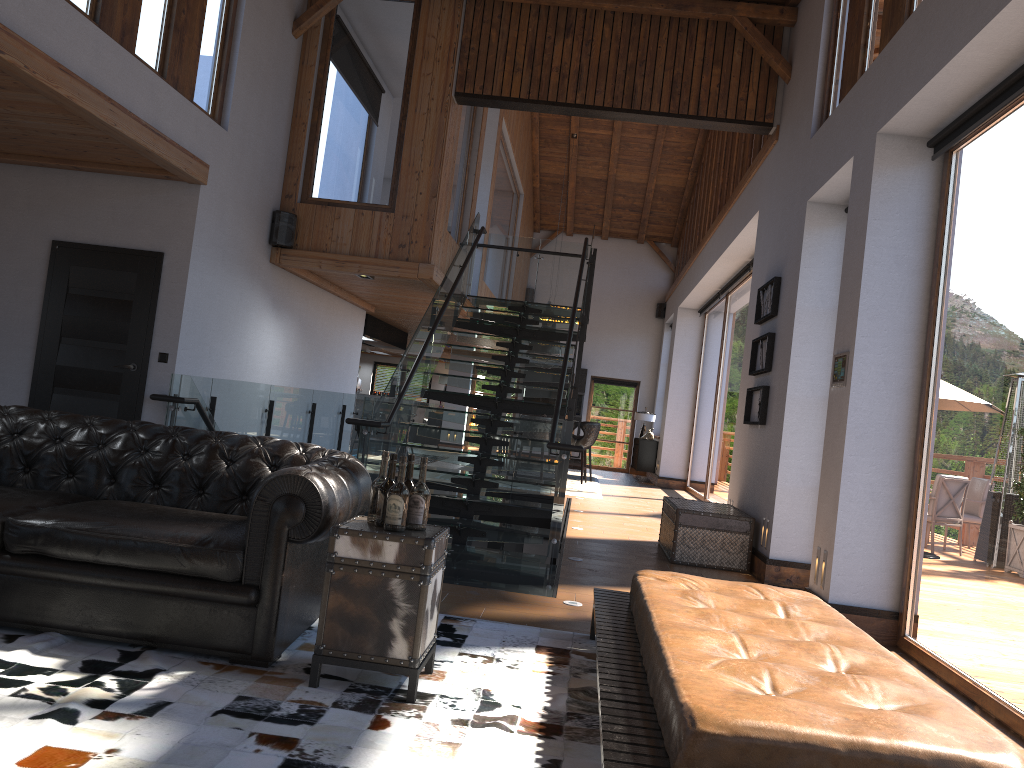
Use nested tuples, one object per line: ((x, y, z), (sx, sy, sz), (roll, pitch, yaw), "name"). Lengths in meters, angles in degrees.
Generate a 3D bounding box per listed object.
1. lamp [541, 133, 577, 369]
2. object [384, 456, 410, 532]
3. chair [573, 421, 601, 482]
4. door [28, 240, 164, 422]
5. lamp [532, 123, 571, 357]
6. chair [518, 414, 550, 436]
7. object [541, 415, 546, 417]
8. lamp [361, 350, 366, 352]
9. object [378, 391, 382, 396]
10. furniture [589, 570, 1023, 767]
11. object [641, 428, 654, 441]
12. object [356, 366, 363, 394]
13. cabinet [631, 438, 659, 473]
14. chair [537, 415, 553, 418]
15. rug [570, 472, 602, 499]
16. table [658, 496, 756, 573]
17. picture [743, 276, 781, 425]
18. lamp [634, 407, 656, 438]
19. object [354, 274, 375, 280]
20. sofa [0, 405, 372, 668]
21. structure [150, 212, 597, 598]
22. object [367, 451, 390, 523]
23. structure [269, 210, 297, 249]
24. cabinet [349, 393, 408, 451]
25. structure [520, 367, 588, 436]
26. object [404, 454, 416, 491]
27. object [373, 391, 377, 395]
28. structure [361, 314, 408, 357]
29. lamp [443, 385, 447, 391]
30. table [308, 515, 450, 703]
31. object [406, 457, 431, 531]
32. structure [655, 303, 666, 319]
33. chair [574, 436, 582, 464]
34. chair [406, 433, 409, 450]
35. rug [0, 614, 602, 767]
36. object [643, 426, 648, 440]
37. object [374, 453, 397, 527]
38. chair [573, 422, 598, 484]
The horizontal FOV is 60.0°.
((0.951, -2.632, 17.466), (0.628, 4.688, 0.614), (9, -4, -41), "lamp")
((-0.435, 0.418, 3.400), (0.087, 0.286, 0.088), (6, -3, 14), "object")
((1.283, 1.223, 16.207), (0.571, 1.093, 0.501), (7, -3, -12), "chair")
((-3.414, -0.102, 7.191), (0.940, 2.057, 0.144), (7, -3, 4), "door")
((0.822, -2.697, 15.879), (0.628, 4.688, 0.614), (9, -4, -41), "lamp")
((0.321, 1.043, 14.147), (0.503, 1.093, 0.568), (7, -3, 3), "chair")
((0.628, 0.638, 16.202), (0.223, 0.254, 0.115), (8, -3, -33), "object")
((-4.349, -0.980, 25.898), (0.155, 0.068, 0.261), (7, -2, 5), "lamp")
((-2.606, 0.191, 17.439), (0.080, 0.081, 0.078), (9, -3, -41), "object")
((0.890, 1.105, 3.190), (1.173, 0.437, 2.762), (7, -2, 5), "furniture")
((2.869, 1.051, 18.713), (0.182, 0.263, 0.495), (8, -2, -27), "object")
((-2.563, -0.077, 14.671), (0.226, 0.453, 0.225), (7, -3, 4), "object")
((2.868, 1.528, 19.233), (0.401, 0.655, 1.868), (7, -2, 5), "cabinet")
((0.595, 1.201, 18.165), (0.503, 1.093, 0.568), (7, -3, 3), "chair")
((0.305, 1.643, 15.793), (2.547, 0.047, 5.637), (7, -2, 5), "rug")
((1.743, 1.345, 8.083), (0.683, 0.470, 1.255), (7, -2, 5), "table")
((2.299, -0.280, 8.165), (0.059, 1.313, 0.775), (7, -2, 5), "picture")
((2.958, 0.861, 19.802), (0.467, 0.726, 0.472), (6, -3, 13), "lamp")
((-1.551, -1.159, 9.336), (0.155, 0.068, 0.261), (7, -2, 5), "object")
((-1.961, 0.586, 4.084), (2.563, 0.839, 1.240), (7, -2, 3), "sofa")
((1.846, 1.284, 10.694), (9.196, 6.403, 11.036), (7, -2, 4), "structure")
((-0.524, 0.413, 3.574), (0.088, 0.286, 0.087), (8, -3, -19), "object")
((-2.295, -1.545, 8.886), (0.213, 0.350, 0.214), (7, -2, 4), "structure")
((-2.716, 0.728, 15.911), (0.887, 1.104, 4.805), (7, -2, 5), "cabinet")
((0.943, 0.397, 20.592), (1.442, 1.651, 0.433), (7, -3, 4), "structure")
((-0.422, 0.425, 3.563), (0.086, 0.286, 0.088), (4, -4, 44), "object")
((-2.636, 0.176, 17.073), (0.080, 0.081, 0.078), (9, -3, -41), "object")
((-2.547, -0.873, 15.802), (0.710, 0.476, 3.253), (7, -2, 5), "structure")
((-1.324, 0.929, 25.997), (1.639, 1.700, 0.520), (8, -3, -18), "lamp")
((-0.502, 0.859, 3.467), (0.405, 0.610, 0.418), (7, -2, 4), "table")
((-0.363, 0.430, 3.494), (0.087, 0.286, 0.088), (6, -3, 17), "object")
((3.471, -1.707, 20.679), (0.213, 0.350, 0.214), (7, -2, 4), "structure")
((1.312, 1.256, 17.171), (0.567, 1.093, 0.504), (7, -3, 3), "chair")
((-2.152, 0.974, 17.419), (0.468, 0.840, 0.539), (7, -2, 5), "chair")
((-0.399, 1.151, 3.462), (3.801, 0.053, 2.434), (7, -2, 5), "rug")
((2.879, 1.055, 19.270), (0.150, 0.288, 0.501), (7, -2, 5), "object")
((-0.482, 0.415, 3.485), (0.088, 0.286, 0.087), (8, -3, -18), "object")
((1.151, 1.191, 15.394), (0.565, 1.093, 0.506), (6, -3, 13), "chair")
